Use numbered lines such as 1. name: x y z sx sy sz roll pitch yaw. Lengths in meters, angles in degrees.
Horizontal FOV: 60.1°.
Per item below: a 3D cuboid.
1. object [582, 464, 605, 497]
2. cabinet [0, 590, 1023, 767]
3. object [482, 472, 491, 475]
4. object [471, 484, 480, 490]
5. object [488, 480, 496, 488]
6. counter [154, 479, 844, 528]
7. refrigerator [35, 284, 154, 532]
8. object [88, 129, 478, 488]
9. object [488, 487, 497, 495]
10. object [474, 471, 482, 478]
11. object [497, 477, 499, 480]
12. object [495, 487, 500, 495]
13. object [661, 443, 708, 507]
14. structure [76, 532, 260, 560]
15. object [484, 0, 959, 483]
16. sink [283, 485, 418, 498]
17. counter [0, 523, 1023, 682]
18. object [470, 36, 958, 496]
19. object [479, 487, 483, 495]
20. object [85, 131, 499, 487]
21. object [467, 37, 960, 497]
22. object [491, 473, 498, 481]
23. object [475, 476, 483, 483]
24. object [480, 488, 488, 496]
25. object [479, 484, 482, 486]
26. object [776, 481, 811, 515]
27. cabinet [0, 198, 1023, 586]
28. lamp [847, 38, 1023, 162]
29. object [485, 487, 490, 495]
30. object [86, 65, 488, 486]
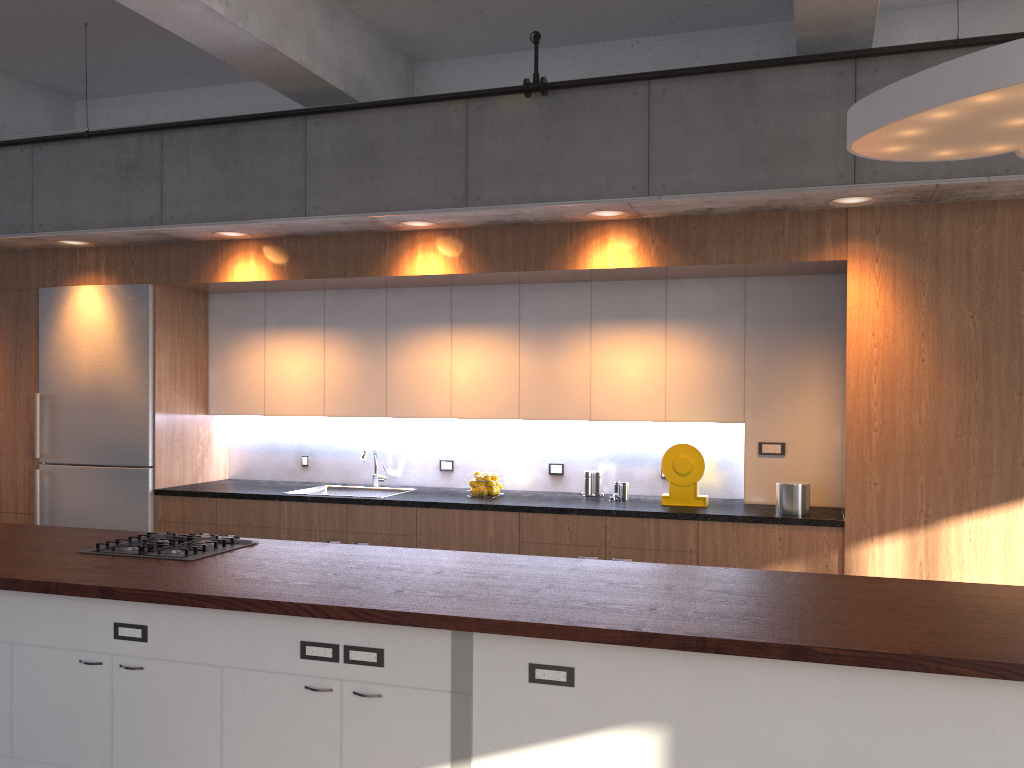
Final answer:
1. object: 0.533 0.628 5.783 0.142 0.210 0.061 0 1 17
2. cabinet: -0.255 1.304 3.607 5.580 0.930 0.933 0 0 17
3. object: -4.956 -0.474 6.711 9.827 2.165 0.059 0 1 11
4. object: -0.240 0.681 5.811 0.062 0.053 0.052 0 0 0
5. object: -5.056 -0.431 8.714 11.592 2.211 0.063 0 0 31
6. counter: -0.063 0.753 6.153 4.406 0.039 1.626 0 -1 17
7. refrigerator: -2.888 0.417 6.210 0.946 2.191 0.222 0 1 14
8. object: -1.414 -0.446 5.601 2.426 2.228 0.053 0 1 -7
9. object: -0.125 0.695 5.753 0.053 0.057 0.059 0 0 -35
10. object: -0.224 0.604 5.853 0.060 0.060 0.049 0 0 -37
11. object: -0.111 0.629 5.848 0.054 0.052 0.060 0 0 -24
12. object: -0.116 0.702 5.814 0.074 0.063 0.063 0 0 -17
13. object: 1.043 0.547 5.348 0.271 0.381 0.101 0 1 17
14. structure: -1.639 0.783 4.261 0.632 0.072 0.518 0 -1 18
15. object: -0.159 0.609 5.739 0.051 0.060 0.059 0 0 41
16. sink: -1.079 0.816 5.967 0.720 0.192 0.529 0 0 18
17. counter: -0.830 1.273 3.794 6.575 0.971 1.155 0 0 17
18. object: 0.892 -0.430 4.917 2.859 2.310 0.058 0 0 36
19. object: -0.206 0.705 5.839 0.061 0.055 0.051 0 0 8
20. object: -0.118 0.650 5.795 0.061 0.053 0.053 0 0 25
21. object: -5.615 1.166 9.137 12.954 1.215 0.966 0 0 28
22. object: -0.117 0.605 5.773 0.053 0.051 0.063 0 0 11
23. object: -3.546 -0.453 6.249 6.826 2.169 0.053 0 1 9
24. object: -0.183 0.701 5.750 0.053 0.053 0.061 0 0 6
25. object: -0.215 0.653 5.871 0.061 0.054 0.053 0 0 9
26. object: 1.599 0.647 5.039 0.193 0.170 0.187 0 0 -23
27. cabinet: -0.639 0.338 6.728 8.009 2.563 2.407 0 0 17
28. lamp: 1.836 -0.960 3.169 1.098 0.130 0.991 1 -1 -26
29. object: -2.915 -0.716 6.705 5.878 2.868 0.059 0 1 18
30. object: -0.171 0.646 5.773 0.052 0.053 0.062 0 0 -34
